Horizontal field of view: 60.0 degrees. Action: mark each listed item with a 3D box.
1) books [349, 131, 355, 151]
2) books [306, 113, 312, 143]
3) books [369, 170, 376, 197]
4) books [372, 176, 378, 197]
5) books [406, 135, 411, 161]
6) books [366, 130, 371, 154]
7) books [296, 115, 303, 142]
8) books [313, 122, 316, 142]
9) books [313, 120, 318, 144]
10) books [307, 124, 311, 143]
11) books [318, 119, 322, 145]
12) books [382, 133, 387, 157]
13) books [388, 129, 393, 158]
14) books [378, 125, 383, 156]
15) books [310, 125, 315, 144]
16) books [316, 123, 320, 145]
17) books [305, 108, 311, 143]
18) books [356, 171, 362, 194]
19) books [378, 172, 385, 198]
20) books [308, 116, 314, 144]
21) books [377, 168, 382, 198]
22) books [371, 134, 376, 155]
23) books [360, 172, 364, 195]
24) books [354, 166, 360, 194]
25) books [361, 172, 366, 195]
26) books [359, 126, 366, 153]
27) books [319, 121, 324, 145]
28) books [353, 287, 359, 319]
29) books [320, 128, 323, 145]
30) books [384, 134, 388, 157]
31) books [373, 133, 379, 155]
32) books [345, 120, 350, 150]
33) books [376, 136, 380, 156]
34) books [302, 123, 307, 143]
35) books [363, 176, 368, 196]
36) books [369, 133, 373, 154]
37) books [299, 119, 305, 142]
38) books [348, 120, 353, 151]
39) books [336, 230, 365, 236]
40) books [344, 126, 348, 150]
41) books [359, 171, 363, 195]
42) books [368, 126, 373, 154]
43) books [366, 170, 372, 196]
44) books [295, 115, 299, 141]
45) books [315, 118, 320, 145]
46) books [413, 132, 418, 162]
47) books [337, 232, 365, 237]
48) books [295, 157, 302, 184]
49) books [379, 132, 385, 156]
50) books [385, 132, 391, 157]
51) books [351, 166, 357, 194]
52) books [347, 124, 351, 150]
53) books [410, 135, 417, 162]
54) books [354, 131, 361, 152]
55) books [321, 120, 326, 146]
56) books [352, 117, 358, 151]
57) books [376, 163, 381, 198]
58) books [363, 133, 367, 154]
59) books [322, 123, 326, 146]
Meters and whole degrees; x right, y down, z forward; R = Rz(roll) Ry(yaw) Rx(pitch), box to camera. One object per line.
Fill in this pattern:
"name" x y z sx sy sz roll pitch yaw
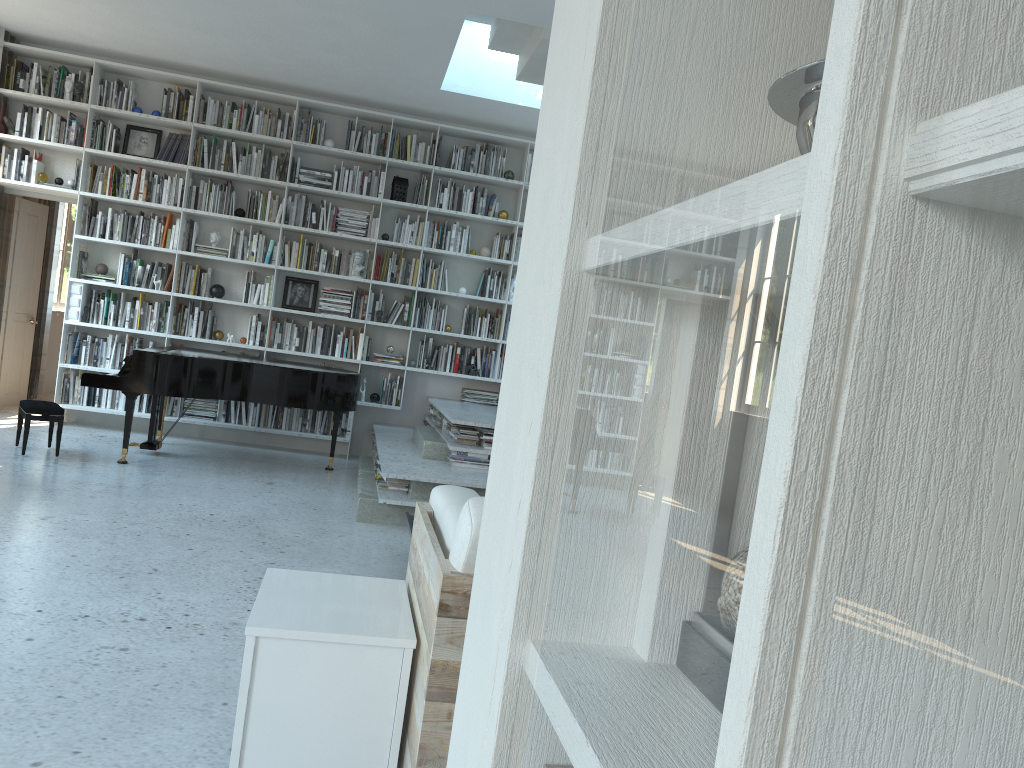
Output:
"books" -1.462 -2.188 8.091 0.031 0.208 0.146 8 3 -10
"books" -1.835 -2.283 8.010 0.010 0.296 0.153 8 3 -10
"books" -1.284 -1.820 8.142 0.029 0.261 0.133 8 3 -10
"books" -1.257 -1.786 8.135 0.029 0.202 0.191 8 2 -10
"books" -0.956 -2.141 8.159 0.054 0.255 0.190 8 2 -10
"books" -1.314 -2.182 8.103 0.023 0.236 0.154 8 3 -10
"books" -1.914 -2.271 7.983 0.026 0.253 0.185 8 2 -10
"books" -1.791 -2.246 8.039 0.006 0.233 0.135 8 3 -10
"books" -1.778 -2.251 8.028 0.014 0.248 0.139 8 3 -10
"books" -1.833 -2.237 8.026 0.011 0.205 0.145 8 3 -10
"books" -1.738 -2.249 8.022 0.005 0.255 0.168 8 3 -10
"books" -1.175 -2.167 8.141 0.014 0.244 0.145 8 3 -10
"books" -1.117 -2.180 8.151 0.012 0.285 0.159 8 3 -10
"books" -1.210 -2.204 8.130 0.012 0.308 0.138 8 3 -10
"books" -1.804 -2.228 8.018 0.023 0.195 0.172 8 2 -10
"books" -1.751 -2.232 8.023 0.016 0.219 0.144 8 3 -10
"books" -1.845 -2.307 8.012 0.014 0.341 0.145 8 3 -10
"books" -1.400 -1.816 8.104 0.023 0.223 0.190 8 2 -10
"books" -1.191 -1.792 8.090 0.037 0.237 0.272 8 2 -10
"books" -1.814 -2.264 8.001 0.011 0.265 0.163 8 3 -10
"books" -1.224 -1.831 8.164 0.010 0.299 0.133 8 3 -10
"books" -1.269 -2.157 8.091 0.023 0.202 0.193 8 2 -10
"books" -1.375 -1.816 8.121 0.010 0.230 0.152 8 3 -10
"books" -1.421 -1.842 8.108 0.023 0.269 0.184 8 3 -10
"books" -1.363 -1.815 8.117 0.012 0.230 0.158 8 3 -10
"books" -1.372 -2.207 8.106 0.028 0.270 0.140 8 3 -10
"books" -1.733 -2.246 8.042 0.013 0.250 0.148 8 3 -10
"books" -1.445 -0.749 8.211 0.011 0.299 0.130 8 3 -10
"books" -1.725 -2.213 8.036 0.010 0.187 0.152 8 2 -10
"books" -1.161 -2.162 8.135 0.014 0.239 0.153 8 3 -10
"books" -1.250 -2.172 8.138 0.026 0.234 0.137 8 3 -10
"books" -1.496 -2.234 8.061 0.014 0.292 0.176 8 3 -10
"books" -1.231 -2.155 8.137 0.014 0.204 0.134 8 3 -10
"books" -1.872 -2.236 7.999 0.026 0.194 0.166 8 2 -10
"books" -1.345 -1.791 8.118 0.029 0.188 0.175 8 2 -10
"books" -1.288 -2.168 8.104 0.012 0.217 0.179 8 2 -10
"books" -1.896 -2.257 8.006 0.023 0.228 0.156 8 3 -10
"books" -1.474 -2.234 8.073 0.011 0.296 0.157 8 3 -10
"books" -1.477 -1.375 8.139 0.254 0.012 0.160 8 2 -7
"books" -1.514 -2.214 8.077 0.012 0.245 0.151 8 3 -10
"books" -1.387 -1.823 8.131 0.011 0.239 0.139 8 3 -10
"books" -1.293 -2.195 8.091 0.010 0.270 0.179 8 3 -10
"books" -1.311 -1.816 8.121 0.032 0.248 0.173 8 3 -10
"books" -1.936 -2.276 7.999 0.012 0.254 0.160 8 3 -10
"books" -1.762 -2.257 8.023 0.013 0.264 0.146 8 3 -10
"books" -0.893 -2.155 8.173 0.010 0.298 0.167 8 3 -10
"books" -1.479 -1.363 8.137 0.254 0.012 0.160 8 2 -14
"books" -1.929 -1.901 7.999 0.021 0.249 0.191 8 2 -10
"books" -1.194 -2.169 8.128 0.028 0.244 0.161 8 3 -10
"books" -1.143 -2.169 8.145 0.022 0.257 0.136 8 3 -10
"books" -1.450 -1.849 8.123 0.029 0.273 0.140 8 3 -10
"books" -1.488 -2.221 8.080 0.011 0.267 0.129 8 3 -10
"books" -0.917 -2.147 8.187 0.030 0.274 0.151 8 3 -10
"books" -1.410 -2.182 8.083 0.050 0.211 0.172 8 2 -10
"books" -1.709 -2.245 8.030 0.011 0.256 0.143 8 3 -10
"books" -1.430 -2.245 8.069 0.010 0.332 0.186 8 3 -10
"books" -1.229 -1.849 8.144 0.012 0.334 0.155 8 3 -10
"books" -1.343 -2.168 8.094 0.033 0.203 0.166 8 2 -10
"books" -1.706 -2.235 8.051 0.004 0.236 0.137 8 3 -10
